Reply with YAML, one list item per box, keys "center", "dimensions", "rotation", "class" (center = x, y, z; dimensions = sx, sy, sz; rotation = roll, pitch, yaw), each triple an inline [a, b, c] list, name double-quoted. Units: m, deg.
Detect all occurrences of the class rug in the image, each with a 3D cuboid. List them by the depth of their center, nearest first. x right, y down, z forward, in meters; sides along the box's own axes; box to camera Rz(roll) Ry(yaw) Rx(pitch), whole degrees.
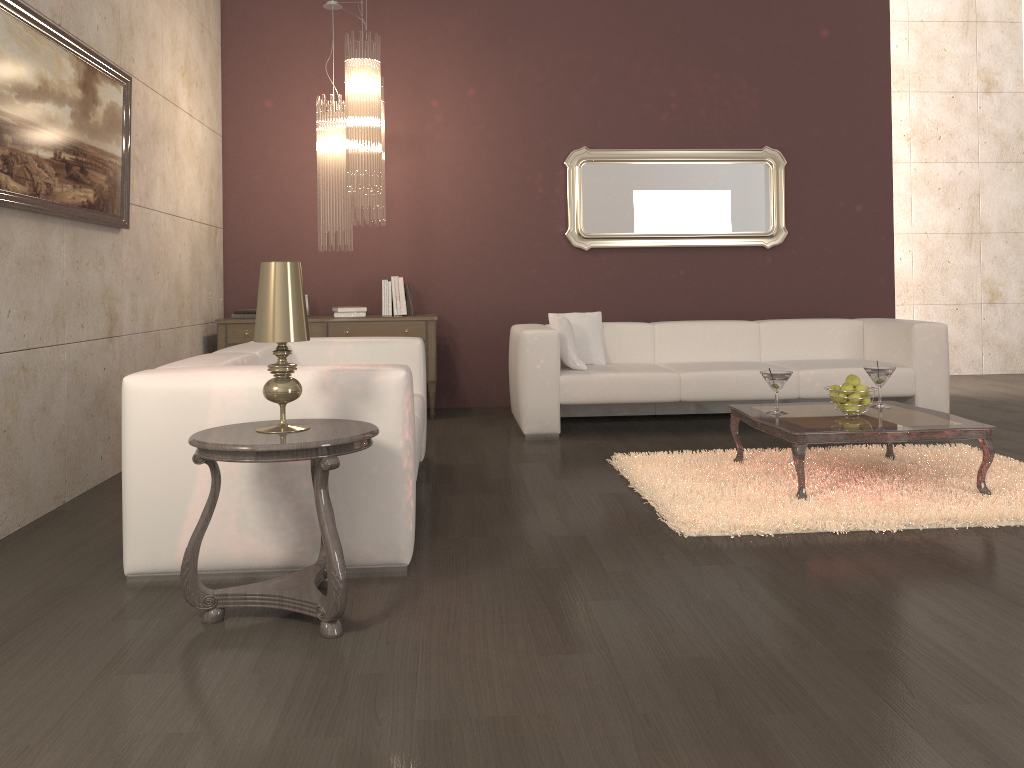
- center: [1.531, 0.441, 4.002]
  dimensions: [1.997, 0.067, 1.517]
  rotation: [-1, 6, -4]
  class: "rug"

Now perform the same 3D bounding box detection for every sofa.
- center: [-0.862, 0.171, 3.814]
  dimensions: [0.943, 0.649, 2.037]
  rotation: [-1, 6, -4]
  class: "sofa"
- center: [1.390, -0.092, 5.944]
  dimensions: [2.782, 0.651, 0.947]
  rotation: [-1, 4, -4]
  class: "sofa"

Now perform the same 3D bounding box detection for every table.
- center: [-0.638, 0.392, 2.539]
  dimensions: [0.512, 0.521, 0.526]
  rotation: [0, 3, 18]
  class: "table"
- center: [1.543, 0.292, 4.020]
  dimensions: [0.914, 0.302, 0.909]
  rotation: [-1, 6, -6]
  class: "table"

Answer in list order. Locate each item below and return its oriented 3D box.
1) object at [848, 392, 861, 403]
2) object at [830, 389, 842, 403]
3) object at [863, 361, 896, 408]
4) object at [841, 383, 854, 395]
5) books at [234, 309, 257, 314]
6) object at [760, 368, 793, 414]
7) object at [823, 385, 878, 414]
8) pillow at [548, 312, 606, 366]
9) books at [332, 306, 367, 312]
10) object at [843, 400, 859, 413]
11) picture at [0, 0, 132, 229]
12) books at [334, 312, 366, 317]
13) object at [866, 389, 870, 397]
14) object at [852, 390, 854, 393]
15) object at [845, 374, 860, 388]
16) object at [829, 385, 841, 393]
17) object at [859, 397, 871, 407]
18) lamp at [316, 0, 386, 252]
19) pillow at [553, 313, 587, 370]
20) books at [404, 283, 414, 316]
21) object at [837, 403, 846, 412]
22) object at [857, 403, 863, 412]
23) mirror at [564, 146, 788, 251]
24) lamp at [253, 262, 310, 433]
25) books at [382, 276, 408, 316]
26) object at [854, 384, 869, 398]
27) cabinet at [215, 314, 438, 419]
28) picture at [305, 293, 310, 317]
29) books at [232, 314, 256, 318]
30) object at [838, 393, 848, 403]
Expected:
- center: [1.532, 0.061, 3.939]
  dimensions: [0.053, 0.051, 0.053]
  rotation: [-1, 3, 0]
  class: "object"
- center: [1.483, 0.056, 4.011]
  dimensions: [0.066, 0.066, 0.066]
  rotation: [-3, 4, -37]
  class: "object"
- center: [1.780, 0.003, 4.262]
  dimensions: [0.151, 0.216, 0.151]
  rotation: [-2, 2, -29]
  class: "object"
- center: [1.502, 0.022, 3.947]
  dimensions: [0.053, 0.051, 0.054]
  rotation: [-1, 3, -4]
  class: "object"
- center: [-1.846, -0.520, 6.322]
  dimensions: [0.232, 0.027, 0.171]
  rotation: [1, 6, 16]
  class: "books"
- center: [1.236, 0.026, 4.113]
  dimensions: [0.151, 0.216, 0.151]
  rotation: [-1, 2, -12]
  class: "object"
- center: [1.541, 0.078, 4.005]
  dimensions: [0.234, 0.119, 0.234]
  rotation: [3, 6, 41]
  class: "object"
- center: [0.443, -0.310, 6.014]
  dimensions: [0.376, 0.362, 0.169]
  rotation: [-1, 1, -6]
  class: "pillow"
- center: [-1.180, -0.542, 6.384]
  dimensions: [0.211, 0.034, 0.290]
  rotation: [-3, 6, -19]
  class: "books"
- center: [1.530, 0.100, 3.973]
  dimensions: [0.069, 0.063, 0.067]
  rotation: [2, 4, 41]
  class: "object"
- center: [-1.938, -1.110, 3.733]
  dimensions: [0.053, 0.791, 1.724]
  rotation: [-1, 5, -4]
  class: "picture"
- center: [-1.169, -0.506, 6.369]
  dimensions: [0.225, 0.035, 0.309]
  rotation: [-2, 6, -9]
  class: "books"
- center: [1.601, 0.041, 4.022]
  dimensions: [0.062, 0.055, 0.061]
  rotation: [-1, 3, -11]
  class: "object"
- center: [1.563, 0.054, 4.059]
  dimensions: [0.061, 0.062, 0.061]
  rotation: [-3, 4, -40]
  class: "object"
- center: [1.548, -0.012, 3.999]
  dimensions: [0.062, 0.064, 0.062]
  rotation: [-1, 3, -4]
  class: "object"
- center: [1.492, 0.031, 4.059]
  dimensions: [0.054, 0.054, 0.054]
  rotation: [-3, 4, -42]
  class: "object"
- center: [1.594, 0.078, 3.975]
  dimensions: [0.051, 0.048, 0.051]
  rotation: [-1, 3, -10]
  class: "object"
- center: [-1.005, -2.300, 5.855]
  dimensions: [0.484, 2.835, 0.484]
  rotation: [-1, 0, 32]
  class: "lamp"
- center: [0.364, -0.278, 5.739]
  dimensions: [0.186, 0.358, 0.377]
  rotation: [-1, 3, -6]
  class: "pillow"
- center: [-0.754, -0.623, 6.465]
  dimensions: [0.068, 0.237, 0.173]
  rotation: [-1, 2, -4]
  class: "books"
- center: [1.520, 0.100, 4.036]
  dimensions: [0.055, 0.055, 0.055]
  rotation: [0, 3, 7]
  class: "object"
- center: [1.575, 0.108, 4.010]
  dimensions: [0.044, 0.043, 0.043]
  rotation: [-1, 3, -1]
  class: "object"
- center: [1.299, -1.463, 6.935]
  dimensions: [1.782, 0.825, 0.047]
  rotation: [-1, -1, -4]
  class: "mirror"
- center: [-0.667, -0.111, 2.555]
  dimensions: [0.160, 0.484, 0.159]
  rotation: [-1, 0, 29]
  class: "lamp"
- center: [-0.857, -0.647, 6.461]
  dimensions: [0.178, 0.289, 0.204]
  rotation: [-1, 2, -4]
  class: "books"
- center: [1.574, 0.032, 3.965]
  dimensions: [0.062, 0.061, 0.057]
  rotation: [-3, 3, -35]
  class: "object"
- center: [-1.299, -0.121, 6.366]
  dimensions: [1.527, 0.730, 0.533]
  rotation: [-1, 2, -4]
  class: "cabinet"
- center: [-1.547, -0.574, 6.421]
  dimensions: [0.141, 0.171, 0.077]
  rotation: [-2, 1, -19]
  class: "picture"
- center: [-1.841, -0.492, 6.343]
  dimensions: [0.275, 0.032, 0.202]
  rotation: [1, 6, 16]
  class: "books"
- center: [1.488, 0.063, 3.963]
  dimensions: [0.045, 0.045, 0.044]
  rotation: [-1, 3, -13]
  class: "object"
